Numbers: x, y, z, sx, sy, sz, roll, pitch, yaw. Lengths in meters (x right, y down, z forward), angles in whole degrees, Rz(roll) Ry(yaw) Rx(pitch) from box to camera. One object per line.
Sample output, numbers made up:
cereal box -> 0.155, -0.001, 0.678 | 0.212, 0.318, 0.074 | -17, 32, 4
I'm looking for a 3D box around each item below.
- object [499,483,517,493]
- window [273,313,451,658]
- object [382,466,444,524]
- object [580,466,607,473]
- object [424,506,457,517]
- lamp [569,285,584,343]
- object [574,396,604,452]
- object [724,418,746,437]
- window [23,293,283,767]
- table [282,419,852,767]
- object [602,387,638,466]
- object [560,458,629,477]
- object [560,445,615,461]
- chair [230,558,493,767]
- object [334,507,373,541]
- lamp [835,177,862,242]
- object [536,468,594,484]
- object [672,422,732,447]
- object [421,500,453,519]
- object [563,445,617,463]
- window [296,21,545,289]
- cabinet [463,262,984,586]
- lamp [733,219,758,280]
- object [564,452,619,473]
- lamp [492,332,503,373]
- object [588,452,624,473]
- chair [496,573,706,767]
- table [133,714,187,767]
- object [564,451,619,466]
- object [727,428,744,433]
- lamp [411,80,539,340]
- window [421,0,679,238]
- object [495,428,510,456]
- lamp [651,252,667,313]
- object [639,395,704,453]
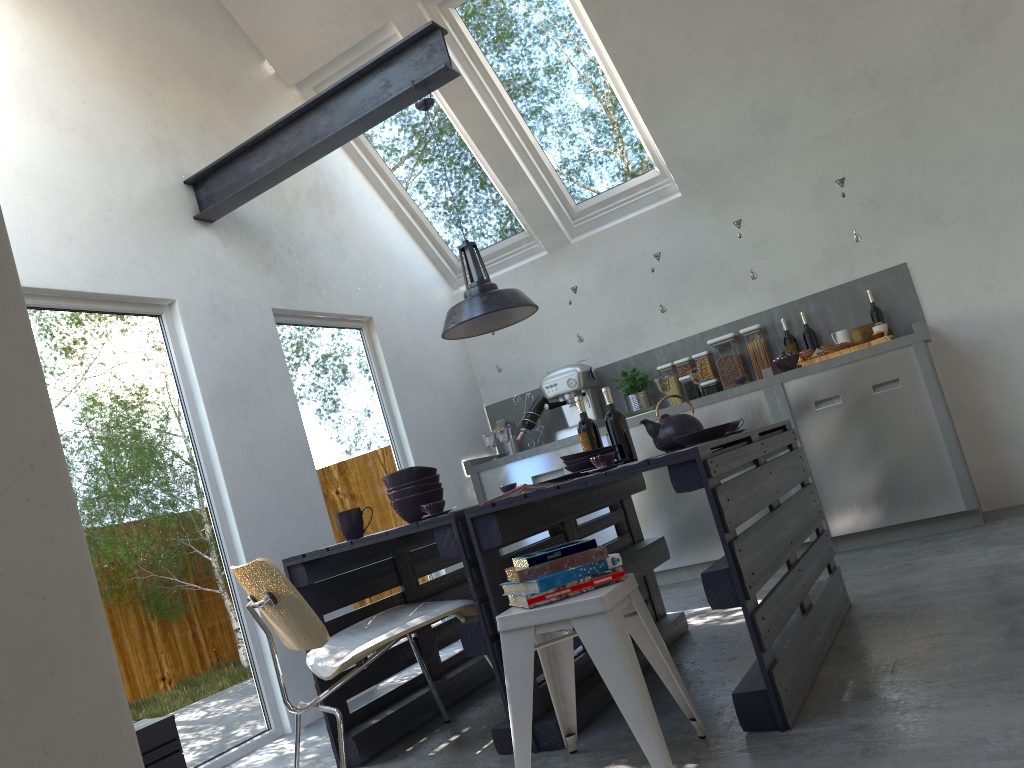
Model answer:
object -> -0.013, 0.492, 4.061 | 0.121, 0.056, 0.112 | -17, -7, 16
window -> -0.882, 0.623, 5.185 | 0.063, 2.119, 0.929 | -18, -5, 27
object -> -0.379, 0.439, 3.458 | 0.206, 0.213, 0.201 | -19, -6, 30
object -> 0.261, 0.280, 2.824 | 0.026, 0.013, 0.141 | -11, -8, -36
object -> -0.259, 0.465, 3.162 | 0.126, 0.013, 0.029 | -13, -7, -22
lamp -> 0.447, -0.480, 5.939 | 0.061, 0.433, 0.326 | -17, -5, 16
object -> 0.341, 0.220, 3.877 | 0.087, 0.343, 0.096 | -14, -5, -23
object -> 0.873, 0.179, 3.499 | 0.122, 0.056, 0.111 | -18, -7, 21
window -> -1.608, 0.649, 3.782 | 0.063, 2.119, 0.929 | -18, -5, 27
table -> 0.265, 0.777, 3.419 | 1.706, 0.794, 1.420 | -19, -7, 29
object -> 0.457, 0.181, 3.814 | 0.086, 0.343, 0.096 | -14, -5, -28
object -> 0.337, 0.352, 3.577 | 0.279, 0.024, 0.314 | -11, -8, -30
object -> 0.314, 0.295, 3.583 | 0.243, 0.058, 0.216 | -19, -8, 28
chair -> -0.488, 0.924, 3.029 | 0.728, 0.816, 0.739 | -12, -6, -31
object -> -0.579, 0.515, 3.215 | 0.136, 0.109, 0.096 | -18, -6, 21
lamp -> 1.926, -1.001, 5.009 | 0.064, 0.435, 0.313 | -18, -5, 27
object -> 0.204, 0.361, 3.355 | 0.251, 0.019, 0.220 | -20, -8, 33
object -> 0.731, 0.199, 3.338 | 0.220, 0.047, 0.240 | -13, -7, -21
object -> -0.273, 0.447, 3.123 | 0.121, 0.056, 0.112 | -17, -7, 16
object -> 0.323, 0.305, 3.582 | 0.245, 0.063, 0.214 | -20, -8, 33
window -> -0.550, -1.475, 5.963 | 0.885, 1.390, 1.401 | -18, -6, 28
cabinet -> 1.115, 0.446, 5.499 | 3.037, 1.472, 0.535 | -19, -5, 30
lamp -> 1.428, -0.826, 5.325 | 0.061, 0.433, 0.326 | -17, -5, 16
object -> 0.330, 0.332, 3.576 | 0.220, 0.047, 0.240 | -13, -7, -21
lamp -> -0.082, -0.293, 6.265 | 0.064, 0.435, 0.313 | -18, -5, 27
object -> 0.297, 0.252, 2.818 | 0.124, 0.056, 0.109 | -20, -8, 36
chair -> 0.221, 0.821, 2.395 | 0.444, 0.502, 0.415 | -18, -6, 24
table -> -1.451, 1.342, 2.546 | 0.558, 0.413, 0.874 | -19, -7, 28
object -> 0.327, 0.317, 3.576 | 0.244, 0.063, 0.215 | -20, -8, 33
object -> 0.886, 0.187, 3.456 | 0.030, 0.013, 0.123 | -21, -9, 39
lamp -> -0.248, -0.779, 3.747 | 0.459, 1.092, 0.405 | -18, -5, 29
window -> 0.298, -1.783, 5.423 | 0.885, 1.384, 1.394 | -18, -6, 28
object -> -0.044, 0.407, 6.038 | 0.092, 0.191, 0.105 | -12, -6, -38
lamp -> 0.944, -0.655, 5.623 | 0.064, 0.435, 0.313 | -18, -5, 27
object -> 0.668, 0.162, 3.607 | 0.226, 0.231, 0.205 | -19, -6, 31
